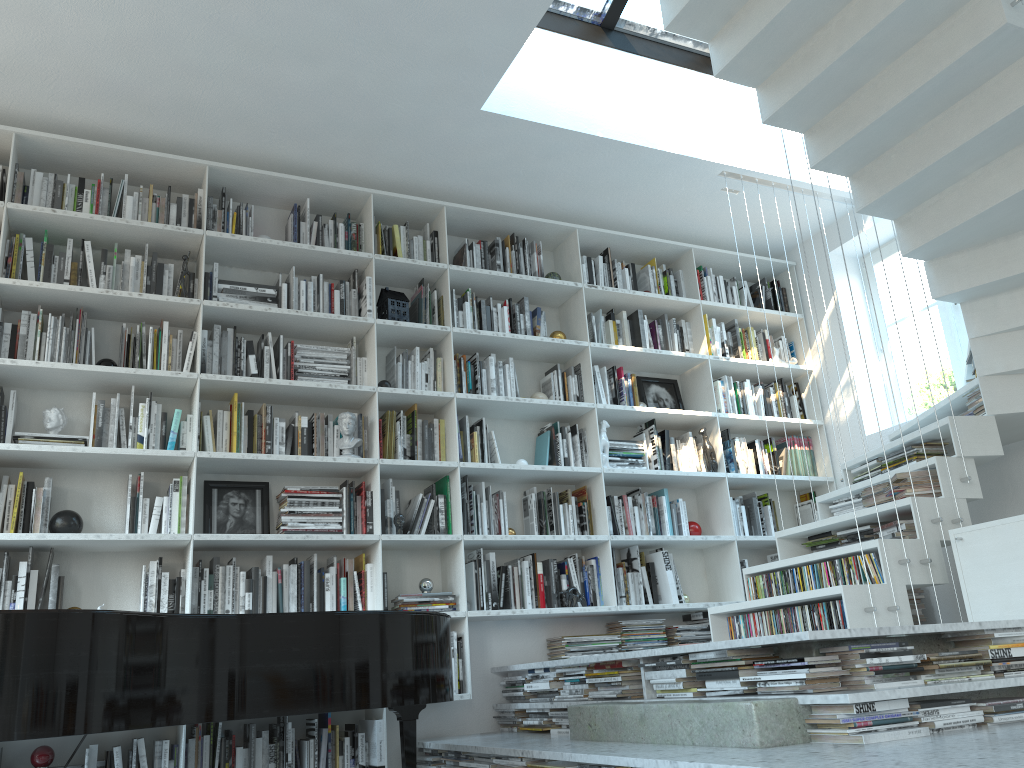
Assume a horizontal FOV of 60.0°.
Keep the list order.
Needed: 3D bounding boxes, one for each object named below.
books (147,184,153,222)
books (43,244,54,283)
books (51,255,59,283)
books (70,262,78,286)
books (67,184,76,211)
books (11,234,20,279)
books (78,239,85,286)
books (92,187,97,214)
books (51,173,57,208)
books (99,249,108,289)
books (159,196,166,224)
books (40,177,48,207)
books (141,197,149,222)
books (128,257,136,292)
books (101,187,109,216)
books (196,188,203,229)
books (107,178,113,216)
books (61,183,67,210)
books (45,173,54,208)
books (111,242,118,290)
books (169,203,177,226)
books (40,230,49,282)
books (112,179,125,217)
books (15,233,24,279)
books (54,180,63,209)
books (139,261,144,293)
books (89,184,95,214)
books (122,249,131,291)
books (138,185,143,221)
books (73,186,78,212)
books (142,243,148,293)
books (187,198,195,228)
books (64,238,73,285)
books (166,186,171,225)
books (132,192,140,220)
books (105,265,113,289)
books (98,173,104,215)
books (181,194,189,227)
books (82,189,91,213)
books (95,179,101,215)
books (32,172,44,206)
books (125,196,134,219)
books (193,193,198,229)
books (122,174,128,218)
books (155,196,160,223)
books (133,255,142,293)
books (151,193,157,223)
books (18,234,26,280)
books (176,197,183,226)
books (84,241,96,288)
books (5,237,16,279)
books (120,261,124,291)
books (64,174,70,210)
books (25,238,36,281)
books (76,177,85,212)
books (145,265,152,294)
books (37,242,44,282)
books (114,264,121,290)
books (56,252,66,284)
[{"bbox_3d":[-1.794,-0.824,4.380,0.014,0.265,0.192,4,-20,-25],"label":"books"},{"bbox_3d":[-2.140,-0.496,4.093,0.031,0.241,0.182,4,-20,-25],"label":"books"},{"bbox_3d":[-2.120,-0.470,4.109,0.024,0.200,0.154,4,-20,-25],"label":"books"},{"bbox_3d":[-2.048,-0.453,4.143,0.034,0.180,0.160,4,-20,-25],"label":"books"},{"bbox_3d":[-2.120,-0.824,4.260,0.025,0.234,0.130,4,-20,-25],"label":"books"},{"bbox_3d":[-2.268,-0.522,4.051,0.013,0.282,0.159,4,-20,-25],"label":"books"},{"bbox_3d":[-2.034,-0.513,4.180,0.013,0.314,0.135,4,-20,-25],"label":"books"},{"bbox_3d":[-2.015,-0.817,4.275,0.011,0.215,0.160,4,-20,-25],"label":"books"},{"bbox_3d":[-2.174,-0.846,4.208,0.012,0.249,0.174,4,-20,-25],"label":"books"},{"bbox_3d":[-1.942,-0.485,4.204,0.027,0.264,0.169,4,-20,-25],"label":"books"},{"bbox_3d":[-1.739,-0.791,4.386,0.026,0.199,0.188,4,-20,-25],"label":"books"},{"bbox_3d":[-2.211,-0.834,4.187,0.023,0.219,0.182,4,-20,-25],"label":"books"},{"bbox_3d":[-1.824,-0.792,4.387,0.029,0.213,0.142,4,-20,-25],"label":"books"},{"bbox_3d":[-1.821,-0.463,4.234,0.021,0.225,0.192,4,-20,-25],"label":"books"},{"bbox_3d":[-1.983,-0.818,4.309,0.029,0.235,0.130,4,-20,-25],"label":"books"},{"bbox_3d":[-1.589,-0.816,4.484,0.026,0.287,0.176,4,-20,-25],"label":"books"},{"bbox_3d":[-1.959,-0.840,4.312,0.013,0.275,0.165,4,-20,-25],"label":"books"},{"bbox_3d":[-2.134,-0.822,4.220,0.015,0.206,0.167,4,-20,-25],"label":"books"},{"bbox_3d":[-2.192,-0.846,4.204,0.023,0.250,0.171,4,-20,-25],"label":"books"},{"bbox_3d":[-1.898,-0.504,4.225,0.012,0.306,0.145,4,-20,-25],"label":"books"},{"bbox_3d":[-1.697,-0.777,4.416,0.031,0.184,0.177,4,-20,-25],"label":"books"},{"bbox_3d":[-2.161,-0.532,4.094,0.012,0.314,0.172,4,-20,-25],"label":"books"},{"bbox_3d":[-1.929,-0.837,4.323,0.052,0.272,0.173,4,-20,-25],"label":"books"},{"bbox_3d":[-2.265,-0.527,4.078,0.014,0.308,0.130,4,-20,-25],"label":"books"},{"bbox_3d":[-2.149,-0.828,4.200,0.029,0.207,0.179,4,-20,-25],"label":"books"},{"bbox_3d":[-1.787,-0.457,4.267,0.013,0.230,0.142,4,-20,-25],"label":"books"},{"bbox_3d":[-2.030,-0.824,4.280,0.013,0.233,0.155,4,-20,-25],"label":"books"},{"bbox_3d":[-1.855,-0.486,4.254,0.026,0.285,0.138,4,-20,-25],"label":"books"},{"bbox_3d":[-1.842,-0.823,4.379,0.014,0.268,0.157,4,-20,-25],"label":"books"},{"bbox_3d":[-2.099,-0.816,4.258,0.012,0.215,0.150,4,-20,-25],"label":"books"},{"bbox_3d":[-1.775,-0.499,4.276,0.011,0.312,0.184,4,-20,-25],"label":"books"},{"bbox_3d":[-1.622,-0.790,4.455,0.026,0.224,0.172,4,-20,-25],"label":"books"},{"bbox_3d":[-2.073,-0.512,4.140,0.023,0.292,0.156,4,-20,-25],"label":"books"},{"bbox_3d":[-1.723,-0.824,4.427,0.013,0.284,0.160,4,-20,-25],"label":"books"},{"bbox_3d":[-1.858,-0.809,4.364,0.026,0.235,0.135,4,-20,-25],"label":"books"},{"bbox_3d":[-1.912,-0.445,4.197,0.028,0.179,0.168,4,-20,-25],"label":"books"},{"bbox_3d":[-1.998,-0.853,4.301,0.010,0.298,0.151,4,-20,-25],"label":"books"},{"bbox_3d":[-1.657,-0.803,4.466,0.030,0.260,0.152,4,-20,-25],"label":"books"},{"bbox_3d":[-2.050,-0.809,4.268,0.030,0.200,0.152,4,-20,-25],"label":"books"},{"bbox_3d":[-2.006,-0.832,4.286,0.013,0.250,0.184,4,-20,-25],"label":"books"},{"bbox_3d":[-2.238,-0.851,4.184,0.031,0.254,0.146,4,-20,-25],"label":"books"},{"bbox_3d":[-1.878,-0.792,4.338,0.031,0.189,0.182,4,-20,-25],"label":"books"},{"bbox_3d":[-1.609,-0.806,4.476,0.014,0.266,0.172,4,-20,-25],"label":"books"},{"bbox_3d":[-1.907,-0.851,4.354,0.014,0.314,0.166,4,-20,-25],"label":"books"},{"bbox_3d":[-1.758,-0.795,4.381,0.013,0.206,0.178,4,-20,-25],"label":"books"},{"bbox_3d":[-1.808,-0.472,4.266,0.028,0.260,0.136,4,-20,-25],"label":"books"},{"bbox_3d":[-1.780,-0.803,4.388,0.021,0.228,0.161,4,-20,-25],"label":"books"},{"bbox_3d":[-2.244,-0.523,4.060,0.010,0.286,0.149,4,-20,-25],"label":"books"},{"bbox_3d":[-1.678,-0.796,4.444,0.026,0.236,0.149,4,-20,-25],"label":"books"},{"bbox_3d":[-1.983,-0.503,4.172,0.075,0.284,0.179,4,-20,-25],"label":"books"},{"bbox_3d":[-2.277,-0.515,4.027,0.023,0.255,0.175,4,-20,-25],"label":"books"},{"bbox_3d":[-1.863,-0.454,4.223,0.010,0.207,0.174,4,-20,-25],"label":"books"},{"bbox_3d":[-2.126,-0.847,4.236,0.010,0.263,0.161,4,-20,-25],"label":"books"},{"bbox_3d":[-2.212,-0.512,4.080,0.067,0.273,0.168,4,-20,-25],"label":"books"},{"bbox_3d":[-2.083,-0.840,4.274,0.028,0.267,0.152,4,-20,-25],"label":"books"},{"bbox_3d":[-1.764,-0.444,4.286,0.024,0.212,0.150,4,-20,-25],"label":"books"},{"bbox_3d":[-2.173,-0.504,4.088,0.011,0.259,0.157,4,-20,-25],"label":"books"},{"bbox_3d":[-1.890,-0.449,4.239,0.024,0.211,0.128,4,-20,-25],"label":"books"},{"bbox_3d":[-2.094,-0.479,4.117,0.029,0.218,0.158,4,-20,-25],"label":"books"}]
